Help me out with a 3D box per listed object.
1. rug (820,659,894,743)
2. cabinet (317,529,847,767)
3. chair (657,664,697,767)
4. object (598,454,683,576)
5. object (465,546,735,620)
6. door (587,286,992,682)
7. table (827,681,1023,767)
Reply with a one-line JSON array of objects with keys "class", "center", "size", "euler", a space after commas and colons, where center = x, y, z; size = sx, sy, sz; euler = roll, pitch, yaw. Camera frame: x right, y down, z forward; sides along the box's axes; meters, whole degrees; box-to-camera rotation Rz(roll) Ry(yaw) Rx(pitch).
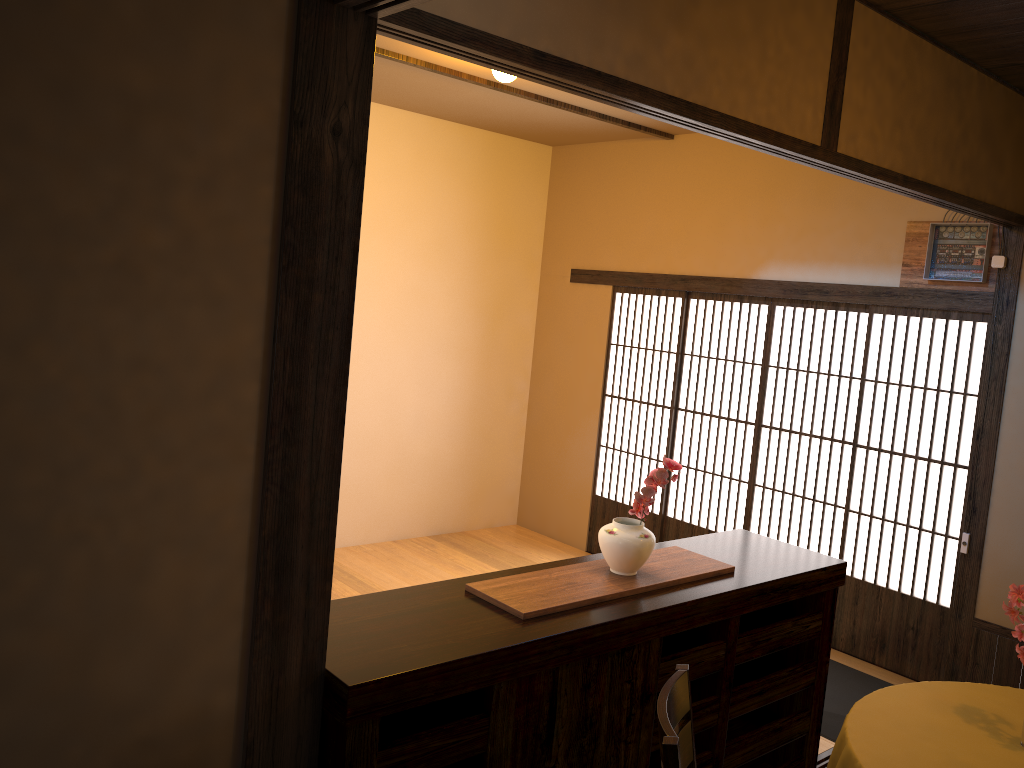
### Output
[{"class": "rug", "center": [2.326, 1.728, 3.663], "size": [0.901, 0.005, 2.963], "euler": [0, 8, -41]}, {"class": "cabinet", "center": [0.259, 1.124, 2.902], "size": [2.185, 0.969, 0.490], "euler": [1, 7, -41]}, {"class": "chair", "center": [0.580, 1.246, 2.065], "size": [0.578, 0.958, 0.491], "euler": [6, 5, 14]}, {"class": "object", "center": [0.443, 0.436, 2.962], "size": [0.321, 0.377, 0.190], "euler": [2, 5, -32]}, {"class": "object", "center": [0.322, 0.632, 2.894], "size": [0.997, 0.020, 0.268], "euler": [0, 8, -41]}, {"class": "door", "center": [1.539, 0.448, 5.628], "size": [0.066, 1.996, 2.655], "euler": [2, 6, -41]}, {"class": "table", "center": [1.558, 1.434, 2.414], "size": [1.442, 0.694, 1.448], "euler": [1, 7, -41]}]
